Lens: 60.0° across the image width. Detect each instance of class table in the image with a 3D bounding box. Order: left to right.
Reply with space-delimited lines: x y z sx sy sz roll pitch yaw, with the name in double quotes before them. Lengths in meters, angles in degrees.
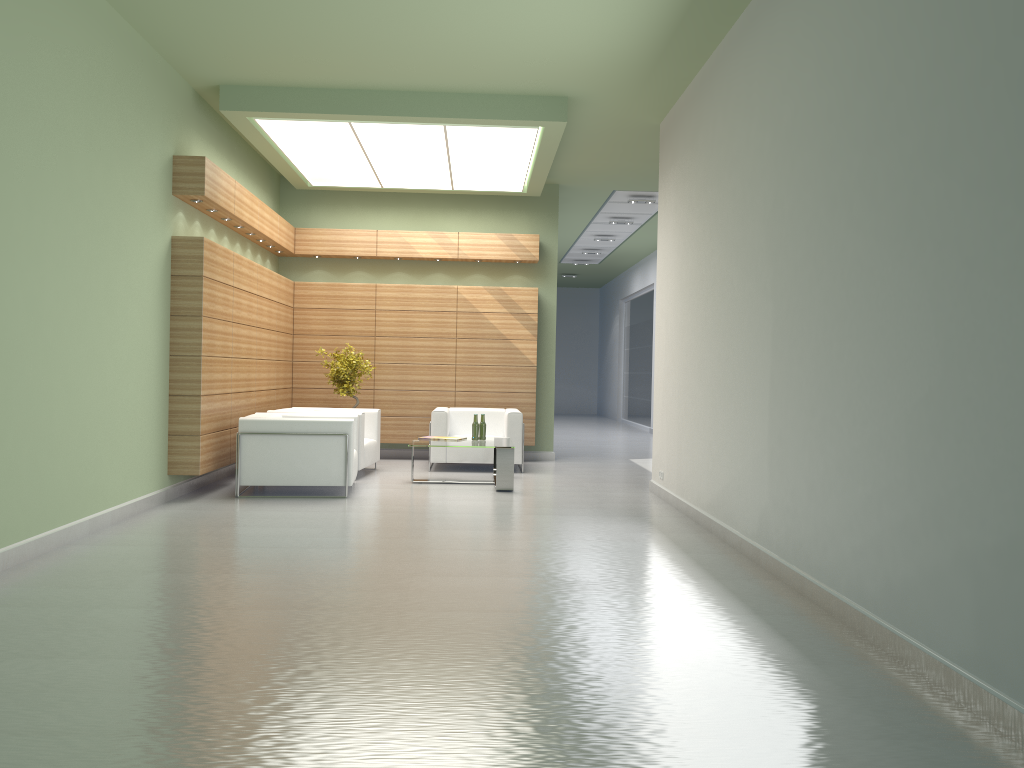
"table" -0.895 1.389 15.897 1.783 0.742 2.197 1 1 -2

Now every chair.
"chair" -3.452 1.131 14.590 1.802 1.234 1.894 1 1 -7
"chair" -3.530 1.101 16.913 1.769 1.234 1.894 1 1 3
"chair" -0.737 1.141 18.470 1.894 1.234 1.802 1 1 -2

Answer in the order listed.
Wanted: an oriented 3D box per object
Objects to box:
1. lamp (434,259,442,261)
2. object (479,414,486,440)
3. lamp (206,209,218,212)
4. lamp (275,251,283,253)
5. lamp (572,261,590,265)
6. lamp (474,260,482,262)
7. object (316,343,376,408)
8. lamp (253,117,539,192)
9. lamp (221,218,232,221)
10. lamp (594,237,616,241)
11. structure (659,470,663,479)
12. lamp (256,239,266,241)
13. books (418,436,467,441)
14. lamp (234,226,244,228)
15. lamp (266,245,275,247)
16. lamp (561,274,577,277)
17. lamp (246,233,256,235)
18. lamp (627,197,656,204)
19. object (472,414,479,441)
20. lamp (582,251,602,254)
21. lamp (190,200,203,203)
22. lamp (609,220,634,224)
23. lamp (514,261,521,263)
"lamp" -1.659 -2.818 19.923 0.181 0.074 0.181 1 1 -8
"object" -0.535 0.783 16.155 0.131 0.475 0.131 1 1 -38
"lamp" -4.821 -2.815 14.267 0.181 0.074 0.181 1 1 -19
"lamp" -5.018 -2.880 19.119 0.181 0.074 0.181 1 1 -19
"lamp" 2.669 -4.681 34.130 0.657 0.159 0.286 1 1 -2
"lamp" -0.757 -2.799 19.960 0.181 0.074 0.181 1 1 -42
"object" -3.539 0.406 18.539 1.201 2.565 1.116 1 1 -34
"lamp" -1.944 -4.372 16.760 4.571 0.325 5.060 1 1 -2
"lamp" -4.854 -2.826 15.079 0.181 0.074 0.181 1 1 -19
"lamp" 2.920 -4.599 27.954 0.657 0.159 0.286 1 1 -2
"structure" 2.457 1.496 14.597 0.017 0.118 0.262 1 1 -2
"lamp" -4.952 -2.858 17.492 0.181 0.074 0.181 1 1 -19
"books" -1.268 0.992 16.228 0.762 0.025 0.508 1 1 18
"lamp" -4.886 -2.837 15.880 0.181 0.074 0.181 1 1 -30
"lamp" -4.985 -2.869 18.311 0.181 0.074 0.181 1 1 -30
"lamp" 2.488 -4.741 38.590 0.657 0.159 0.286 1 1 -2
"lamp" -4.919 -2.848 16.694 0.181 0.074 0.181 1 1 -19
"lamp" 3.172 -4.516 21.720 0.657 0.159 0.286 1 1 -2
"object" -0.659 0.782 16.029 0.131 0.475 0.131 1 1 -38
"lamp" 2.793 -4.641 31.085 0.657 0.159 0.286 1 1 -2
"lamp" -4.789 -2.805 13.471 0.181 0.074 0.181 1 1 -30
"lamp" 3.049 -4.557 24.769 0.657 0.159 0.286 1 1 -2
"lamp" 0.127 -2.781 19.996 0.181 0.074 0.181 1 1 -8
